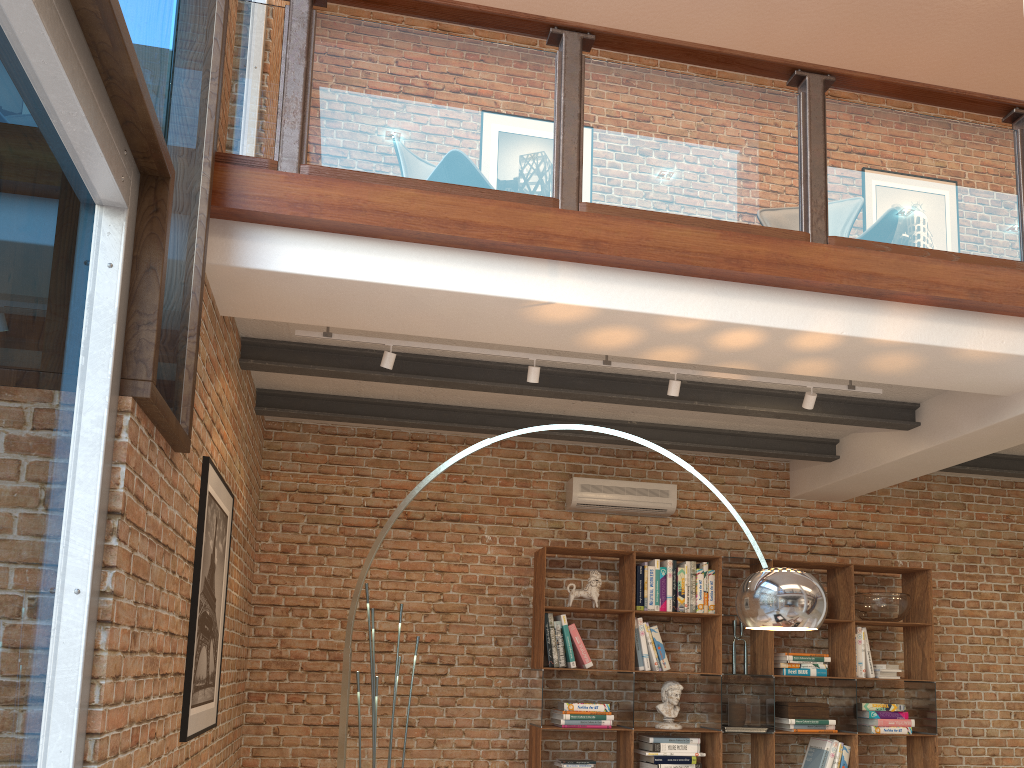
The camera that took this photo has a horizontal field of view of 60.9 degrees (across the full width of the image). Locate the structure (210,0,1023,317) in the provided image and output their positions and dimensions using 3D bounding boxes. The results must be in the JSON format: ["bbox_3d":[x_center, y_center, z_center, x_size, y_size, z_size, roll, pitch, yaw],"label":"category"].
[{"bbox_3d":[4.314,-0.521,0.298,10.179,3.981,14.397,5,-18,-10],"label":"structure"}]

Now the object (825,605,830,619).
[{"bbox_3d":[2.298,1.666,6.595,0.195,0.224,0.199,-7,-16,36],"label":"object"}]

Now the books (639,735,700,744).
[{"bbox_3d":[1.133,2.567,6.299,0.380,0.035,0.254,5,-18,-10],"label":"books"}]

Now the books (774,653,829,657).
[{"bbox_3d":[2.155,2.046,6.581,0.357,0.020,0.282,6,-18,-12],"label":"books"}]

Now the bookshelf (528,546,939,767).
[{"bbox_3d":[1.654,2.379,6.411,3.041,2.122,0.376,5,-9,-11],"label":"bookshelf"}]

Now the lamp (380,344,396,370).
[{"bbox_3d":[-0.600,-0.124,4.231,0.060,0.124,0.087,10,-14,-40],"label":"lamp"}]

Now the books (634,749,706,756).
[{"bbox_3d":[1.129,2.652,6.272,0.445,0.020,0.283,5,-18,-10],"label":"books"}]

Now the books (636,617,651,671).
[{"bbox_3d":[0.920,1.894,6.338,0.104,0.369,0.252,3,-11,-10],"label":"books"}]

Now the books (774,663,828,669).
[{"bbox_3d":[2.138,2.124,6.566,0.380,0.035,0.254,5,-18,-10],"label":"books"}]

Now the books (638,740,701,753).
[{"bbox_3d":[1.136,2.617,6.297,0.381,0.062,0.253,7,-18,-16],"label":"books"}]

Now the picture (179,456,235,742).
[{"bbox_3d":[-1.400,1.018,4.047,0.027,1.151,0.945,3,-12,-10],"label":"picture"}]

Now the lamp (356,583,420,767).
[{"bbox_3d":[-0.789,2.117,5.261,0.425,1.755,0.202,9,-11,-41],"label":"lamp"}]

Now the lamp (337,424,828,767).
[{"bbox_3d":[0.185,1.293,3.456,2.042,2.266,0.328,-4,-10,26],"label":"lamp"}]

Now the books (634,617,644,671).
[{"bbox_3d":[0.878,1.897,6.354,0.101,0.369,0.252,3,-11,-10],"label":"books"}]

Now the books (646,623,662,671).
[{"bbox_3d":[0.989,1.922,6.368,0.125,0.336,0.281,4,-12,-10],"label":"books"}]

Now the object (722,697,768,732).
[{"bbox_3d":[1.655,2.419,6.388,0.336,0.224,0.294,5,-15,-10],"label":"object"}]

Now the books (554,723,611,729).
[{"bbox_3d":[0.494,2.422,6.184,0.356,0.020,0.283,5,-18,-10],"label":"books"}]

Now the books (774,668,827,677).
[{"bbox_3d":[2.159,2.168,6.555,0.326,0.053,0.265,2,-18,-1],"label":"books"}]

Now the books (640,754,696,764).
[{"bbox_3d":[1.114,2.683,6.252,0.328,0.053,0.264,7,-18,-15],"label":"books"}]

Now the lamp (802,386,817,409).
[{"bbox_3d":[1.591,0.080,4.663,0.061,0.111,0.098,3,-13,-4],"label":"lamp"}]

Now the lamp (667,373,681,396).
[{"bbox_3d":[0.838,0.012,4.509,0.061,0.124,0.089,3,-12,-8],"label":"lamp"}]

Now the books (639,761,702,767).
[{"bbox_3d":[1.137,2.748,6.260,0.383,0.062,0.252,10,-19,-23],"label":"books"}]

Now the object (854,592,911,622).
[{"bbox_3d":[2.852,1.738,6.743,0.442,0.211,0.450,-8,-19,29],"label":"object"}]

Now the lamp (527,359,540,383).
[{"bbox_3d":[0.108,-0.060,4.369,0.061,0.116,0.089,3,-12,-8],"label":"lamp"}]

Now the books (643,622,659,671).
[{"bbox_3d":[0.969,1.918,6.355,0.125,0.336,0.281,4,-12,-10],"label":"books"}]

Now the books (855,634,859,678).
[{"bbox_3d":[2.542,2.072,6.647,0.056,0.317,0.263,3,-12,-10],"label":"books"}]

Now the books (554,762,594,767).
[{"bbox_3d":[0.435,2.691,6.162,0.238,0.018,0.177,8,-19,-17],"label":"books"}]

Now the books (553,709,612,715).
[{"bbox_3d":[0.495,2.334,6.203,0.357,0.020,0.282,6,-18,-12],"label":"books"}]

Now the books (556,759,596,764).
[{"bbox_3d":[0.449,2.660,6.147,0.253,0.016,0.168,5,-18,-10],"label":"books"}]

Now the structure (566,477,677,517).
[{"bbox_3d":[0.827,0.858,6.593,0.814,0.211,0.207,5,-13,-11],"label":"structure"}]

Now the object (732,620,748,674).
[{"bbox_3d":[1.676,1.943,6.436,0.122,0.385,0.064,3,-9,-8],"label":"object"}]

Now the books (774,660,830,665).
[{"bbox_3d":[2.157,2.096,6.563,0.382,0.017,0.253,8,-19,-17],"label":"books"}]

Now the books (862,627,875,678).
[{"bbox_3d":[2.668,2.064,6.696,0.101,0.369,0.252,3,-11,-10],"label":"books"}]

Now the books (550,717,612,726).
[{"bbox_3d":[0.487,2.392,6.180,0.381,0.035,0.253,7,-19,-15],"label":"books"}]

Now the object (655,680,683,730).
[{"bbox_3d":[1.137,2.325,6.323,0.196,0.337,0.200,1,-11,5],"label":"object"}]

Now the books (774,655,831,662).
[{"bbox_3d":[2.161,2.068,6.558,0.382,0.035,0.253,7,-19,-17],"label":"books"}]

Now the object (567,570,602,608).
[{"bbox_3d":[0.520,1.471,6.267,0.252,0.273,0.135,3,-10,-3],"label":"object"}]

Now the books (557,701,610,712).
[{"bbox_3d":[0.505,2.298,6.208,0.327,0.053,0.265,4,-18,-8],"label":"books"}]

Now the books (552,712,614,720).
[{"bbox_3d":[0.500,2.356,6.180,0.382,0.035,0.253,7,-19,-17],"label":"books"}]
